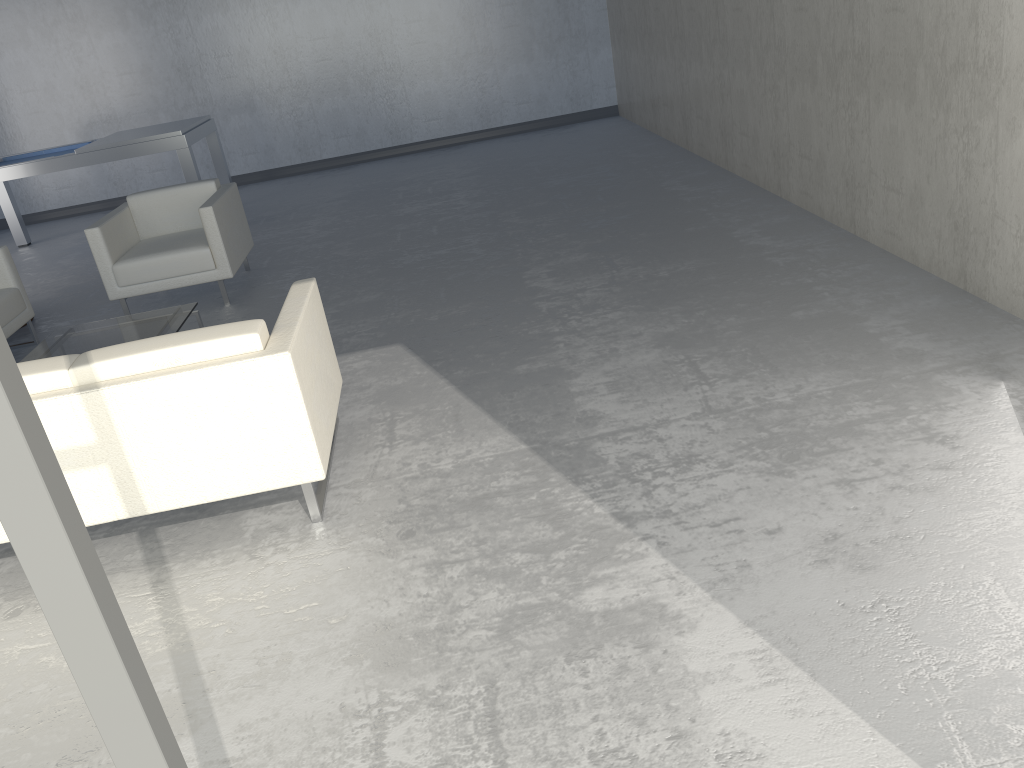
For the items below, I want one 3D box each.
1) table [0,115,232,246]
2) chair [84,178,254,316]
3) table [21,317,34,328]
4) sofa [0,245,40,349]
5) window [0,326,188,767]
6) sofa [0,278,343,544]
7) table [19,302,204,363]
[{"bbox_3d":[-3.665,-1.690,7.796,2.095,0.835,1.180,-11,24,-2],"label":"table"},{"bbox_3d":[-2.108,-0.874,5.594,0.748,0.662,0.821,-11,24,-2],"label":"chair"},{"bbox_3d":[-3.372,-0.517,5.691,0.452,0.358,0.452,-22,26,-25],"label":"table"},{"bbox_3d":[-3.150,-0.128,4.343,0.821,0.658,1.881,-11,24,-2],"label":"sofa"},{"bbox_3d":[-2.428,0.366,0.671,4.080,2.477,0.037,-11,24,-2],"label":"window"},{"bbox_3d":[-1.577,0.163,3.050,1.881,0.658,0.821,-11,24,-2],"label":"sofa"},{"bbox_3d":[-2.032,-0.145,4.512,0.773,0.190,0.730,-11,24,-2],"label":"table"}]
